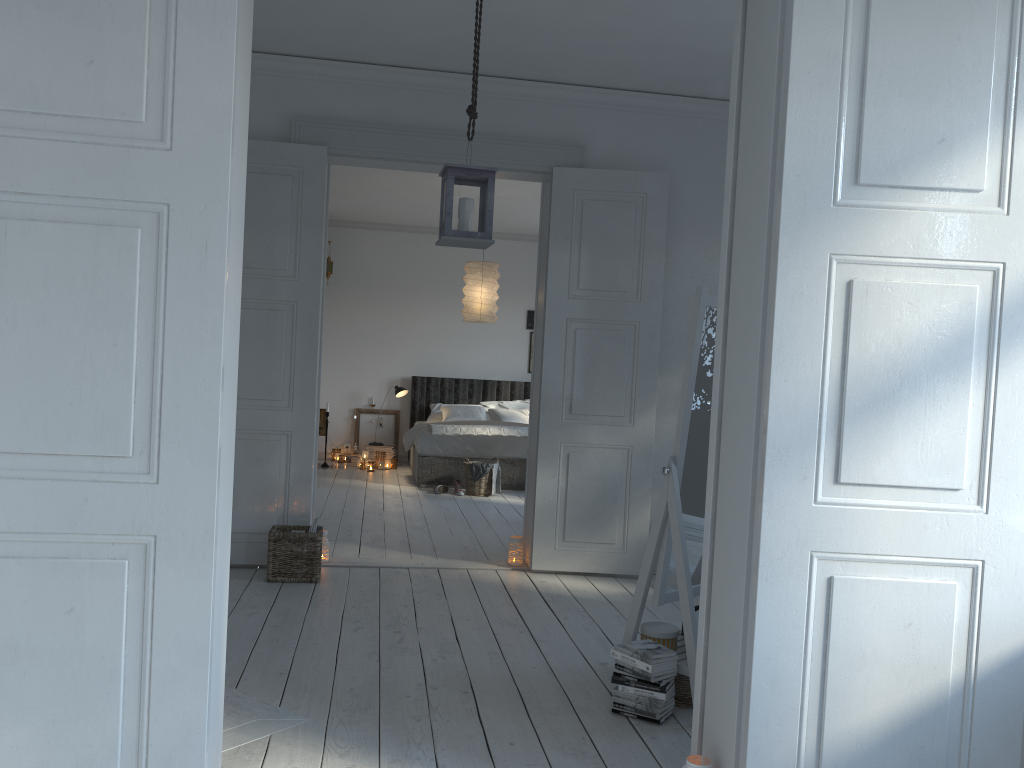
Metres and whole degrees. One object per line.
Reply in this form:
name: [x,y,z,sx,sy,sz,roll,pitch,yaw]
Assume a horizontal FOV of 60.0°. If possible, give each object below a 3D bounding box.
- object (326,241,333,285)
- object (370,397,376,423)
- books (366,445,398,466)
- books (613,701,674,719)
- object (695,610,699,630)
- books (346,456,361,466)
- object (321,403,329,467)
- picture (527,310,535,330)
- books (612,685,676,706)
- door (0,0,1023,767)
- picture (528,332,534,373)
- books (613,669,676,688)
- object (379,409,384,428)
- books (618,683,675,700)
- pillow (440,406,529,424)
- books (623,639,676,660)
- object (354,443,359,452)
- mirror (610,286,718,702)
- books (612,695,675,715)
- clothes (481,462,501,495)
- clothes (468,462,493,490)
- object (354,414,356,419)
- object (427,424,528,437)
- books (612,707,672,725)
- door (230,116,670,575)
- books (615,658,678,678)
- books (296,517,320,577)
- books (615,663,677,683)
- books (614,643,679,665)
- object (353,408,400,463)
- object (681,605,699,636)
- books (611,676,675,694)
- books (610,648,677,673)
object: [-2.097,-1.375,10.140,0.117,0.506,0.105,2,2,-35]
object: [-1.657,0.310,10.561,0.067,0.320,0.067,5,2,40]
books: [-1.509,0.824,10.263,0.346,0.232,0.245,3,1,0]
books: [0.459,1.120,3.091,0.176,0.016,0.128,4,1,32]
object: [0.746,0.905,3.208,0.207,0.159,0.241,3,1,-1]
books: [-1.802,0.880,10.094,0.175,0.096,0.262,3,1,-14]
object: [-2.051,0.558,9.803,0.091,0.719,0.091,3,2,0]
picture: [0.366,-0.774,10.833,0.366,0.232,0.020,3,2,-9]
books: [0.461,1.075,3.093,0.186,0.017,0.132,3,1,28]
door: [-0.031,-0.117,2.219,2.599,2.507,0.577,3,2,-9]
picture: [0.296,-0.383,10.838,0.165,0.505,0.020,3,2,-9]
books: [0.461,1.012,3.085,0.178,0.016,0.128,4,1,34]
object: [-1.554,0.409,10.565,0.062,0.228,0.063,4,2,15]
books: [0.471,1.056,3.090,0.167,0.022,0.128,3,1,25]
pillow: [-0.252,0.373,10.072,1.147,0.226,0.415,3,1,-16]
books: [0.478,0.920,3.079,0.111,0.014,0.156,3,1,-29]
object: [-1.844,0.700,10.503,0.062,0.221,0.028,3,2,-14]
mirror: [0.741,0.410,3.291,0.611,1.489,0.416,1,2,-44]
books: [0.460,1.104,3.093,0.180,0.016,0.128,4,1,36]
clothes: [-0.267,0.871,8.247,0.283,0.289,0.235,4,2,31]
clothes: [-0.290,0.857,8.206,0.246,0.270,0.297,3,1,-8]
object: [-1.859,0.347,10.517,0.024,0.127,0.023,2,2,-25]
object: [-0.107,0.472,8.811,1.460,0.104,0.404,3,1,-9]
books: [0.455,1.137,3.089,0.178,0.016,0.128,3,1,29]
door: [-0.477,-0.184,5.199,2.599,2.507,0.577,3,2,-9]
books: [0.467,0.978,3.089,0.128,0.016,0.180,2,1,-38]
books: [-1.145,0.874,4.749,0.201,0.300,0.179,3,2,-9]
books: [0.466,0.995,3.087,0.128,0.016,0.176,2,1,-42]
books: [0.467,0.935,3.090,0.132,0.017,0.186,2,1,-36]
object: [-1.610,0.615,10.556,0.528,0.631,0.082,3,2,-9]
object: [0.774,0.931,3.447,0.165,0.103,0.155,2,2,-44]
books: [0.458,1.032,3.094,0.193,0.022,0.128,3,1,24]
books: [0.459,0.956,3.093,0.128,0.026,0.200,2,1,-37]
